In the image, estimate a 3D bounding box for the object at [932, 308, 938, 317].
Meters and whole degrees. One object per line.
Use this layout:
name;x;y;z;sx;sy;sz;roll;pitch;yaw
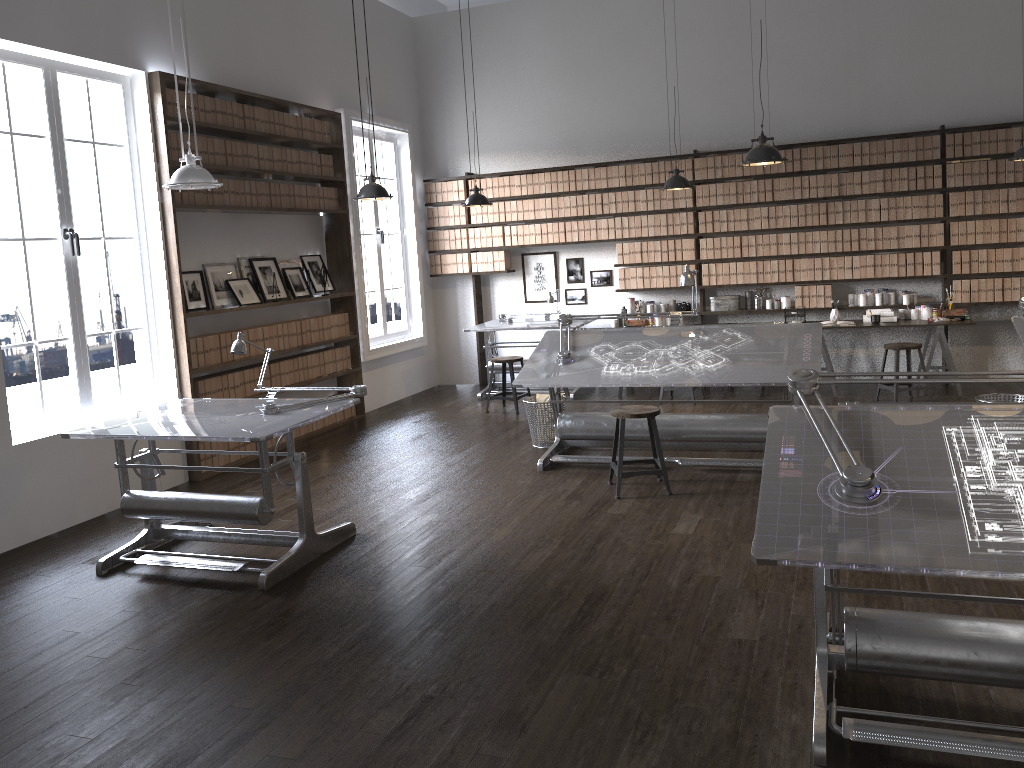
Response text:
object;3.985;-0.660;8.337;0.049;0.111;0.049;-1;7;24

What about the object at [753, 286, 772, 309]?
object;2.594;-0.913;9.183;0.181;0.270;0.157;-3;6;5

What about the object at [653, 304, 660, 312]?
object;1.554;-0.808;9.524;0.062;0.093;0.063;-3;7;6

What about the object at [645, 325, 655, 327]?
object;1.395;-0.586;9.155;0.133;0.050;0.197;-10;11;-39

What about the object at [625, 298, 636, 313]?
object;1.282;-0.844;9.603;0.106;0.176;0.108;-1;7;22

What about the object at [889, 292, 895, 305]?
object;3.743;-0.842;8.737;0.062;0.119;0.062;-5;6;-11

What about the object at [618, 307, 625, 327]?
object;1.153;-0.694;9.353;0.069;0.228;0.068;-2;6;18

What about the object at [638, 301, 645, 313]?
object;1.406;-0.840;9.638;0.070;0.130;0.070;-7;7;-31

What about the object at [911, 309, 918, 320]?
object;3.839;-0.662;8.449;0.062;0.094;0.062;-6;7;-19

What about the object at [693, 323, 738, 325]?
object;2.017;-0.575;8.871;0.445;0.033;0.314;0;9;21

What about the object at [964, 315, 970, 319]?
object;4.209;-0.617;8.188;0.049;0.037;0.049;0;8;24

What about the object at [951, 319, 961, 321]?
object;4.066;-0.586;8.150;0.158;0.005;0.005;-6;7;-14

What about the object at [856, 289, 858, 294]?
object;3.476;-0.871;8.881;0.041;0.168;0.009;-1;6;24

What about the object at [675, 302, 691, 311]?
object;1.820;-0.820;9.433;0.171;0.108;0.091;-1;7;21

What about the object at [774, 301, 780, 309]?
object;2.752;-0.823;9.135;0.062;0.093;0.182;1;9;34

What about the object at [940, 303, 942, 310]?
object;4.053;-0.691;8.373;0.033;0.147;0.005;-2;6;20

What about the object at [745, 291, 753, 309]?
object;2.491;-0.878;9.311;0.079;0.187;0.079;-4;6;0

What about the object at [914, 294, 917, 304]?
object;3.947;-0.839;8.700;0.062;0.095;0.062;-9;8;-37

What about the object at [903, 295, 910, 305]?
object;3.838;-0.820;8.620;0.062;0.095;0.062;-9;8;-37

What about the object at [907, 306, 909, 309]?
object;3.844;-0.701;8.565;0.036;0.117;0.005;-1;6;26

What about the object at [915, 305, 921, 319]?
object;3.928;-0.691;8.513;0.095;0.127;0.094;-2;7;17

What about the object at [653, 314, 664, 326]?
object;1.537;-0.661;9.297;0.105;0.141;0.104;-2;7;13

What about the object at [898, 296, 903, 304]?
object;3.825;-0.822;8.707;0.054;0.081;0.054;-2;7;11

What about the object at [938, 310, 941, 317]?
object;4.032;-0.659;8.389;0.060;0.088;0.060;-1;7;25

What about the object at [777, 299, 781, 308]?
object;2.760;-0.826;9.127;0.045;0.100;0.044;-1;7;23

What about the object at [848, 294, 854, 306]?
object;3.409;-0.842;8.883;0.062;0.119;0.062;-7;7;-28

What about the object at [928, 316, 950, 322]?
object;3.952;-0.605;8.195;0.197;0.050;0.133;-5;8;-8

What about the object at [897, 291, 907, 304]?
object;3.867;-0.859;8.778;0.094;0.129;0.095;-3;7;8

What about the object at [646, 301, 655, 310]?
object;1.510;-0.836;9.641;0.094;0.127;0.095;-9;9;-39

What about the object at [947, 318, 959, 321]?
object;4.052;-0.593;8.149;0.171;0.017;0.011;-5;7;-11

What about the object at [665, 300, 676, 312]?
object;1.729;-0.818;9.500;0.107;0.161;0.237;-5;8;-13

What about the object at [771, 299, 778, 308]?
object;2.717;-0.829;9.166;0.062;0.093;0.063;-6;7;-17

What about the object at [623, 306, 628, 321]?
object;1.207;-0.719;9.498;0.069;0.228;0.068;-2;6;18

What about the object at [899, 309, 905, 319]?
object;3.776;-0.677;8.570;0.062;0.094;0.062;-7;7;-28

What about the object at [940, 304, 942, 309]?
object;4.042;-0.691;8.371;0.040;0.129;0.005;-2;6;19

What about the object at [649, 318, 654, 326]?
object;1.462;-0.641;9.285;0.049;0.111;0.049;-2;6;17

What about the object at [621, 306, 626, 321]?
object;1.178;-0.709;9.419;0.069;0.236;0.068;-2;6;18

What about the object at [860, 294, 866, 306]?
object;3.472;-0.828;8.762;0.062;0.119;0.062;-6;7;-19

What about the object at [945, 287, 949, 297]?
object;4.101;-0.804;8.318;0.055;0.213;0.007;-1;6;27

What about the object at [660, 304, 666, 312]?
object;1.621;-0.813;9.522;0.062;0.094;0.062;-3;7;6

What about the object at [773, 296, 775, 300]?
object;2.703;-0.841;9.092;0.041;0.124;0.008;-3;6;9

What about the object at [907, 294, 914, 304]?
object;3.894;-0.829;8.656;0.063;0.094;0.063;-9;8;-37

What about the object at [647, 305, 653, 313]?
object;1.485;-0.806;9.534;0.062;0.094;0.062;-3;7;6

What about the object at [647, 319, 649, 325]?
object;1.461;-0.640;9.355;0.060;0.088;0.060;-2;7;16

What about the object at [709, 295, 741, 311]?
object;2.243;-0.850;9.312;0.317;0.151;0.194;-1;8;20

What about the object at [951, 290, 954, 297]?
object;4.118;-0.792;8.311;0.008;0.185;0.072;-7;7;-26

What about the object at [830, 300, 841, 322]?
object;3.199;-0.723;8.772;0.101;0.208;0.102;-6;7;-24

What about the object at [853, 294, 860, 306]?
object;3.436;-0.834;8.822;0.063;0.117;0.063;-7;7;-28

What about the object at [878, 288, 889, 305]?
object;3.686;-0.862;8.790;0.094;0.161;0.206;-1;8;22

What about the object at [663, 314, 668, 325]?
object;1.619;-0.673;9.380;0.095;0.127;0.094;-1;7;24

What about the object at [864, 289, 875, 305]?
object;3.561;-0.859;8.825;0.095;0.161;0.094;-2;7;17

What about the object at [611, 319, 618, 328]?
object;1.087;-0.630;9.371;0.068;0.104;0.069;-1;7;25

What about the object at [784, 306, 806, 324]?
object;2.810;-0.677;8.790;0.203;0.160;0.286;-1;8;21

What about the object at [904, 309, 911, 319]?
object;3.802;-0.669;8.509;0.063;0.093;0.063;-7;7;-28

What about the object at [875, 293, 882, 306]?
object;3.609;-0.829;8.714;0.062;0.119;0.062;-5;6;-11

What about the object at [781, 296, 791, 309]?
object;2.804;-0.834;9.072;0.095;0.127;0.094;0;8;27

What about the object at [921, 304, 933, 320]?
object;3.936;-0.679;8.396;0.105;0.141;0.104;0;8;28
